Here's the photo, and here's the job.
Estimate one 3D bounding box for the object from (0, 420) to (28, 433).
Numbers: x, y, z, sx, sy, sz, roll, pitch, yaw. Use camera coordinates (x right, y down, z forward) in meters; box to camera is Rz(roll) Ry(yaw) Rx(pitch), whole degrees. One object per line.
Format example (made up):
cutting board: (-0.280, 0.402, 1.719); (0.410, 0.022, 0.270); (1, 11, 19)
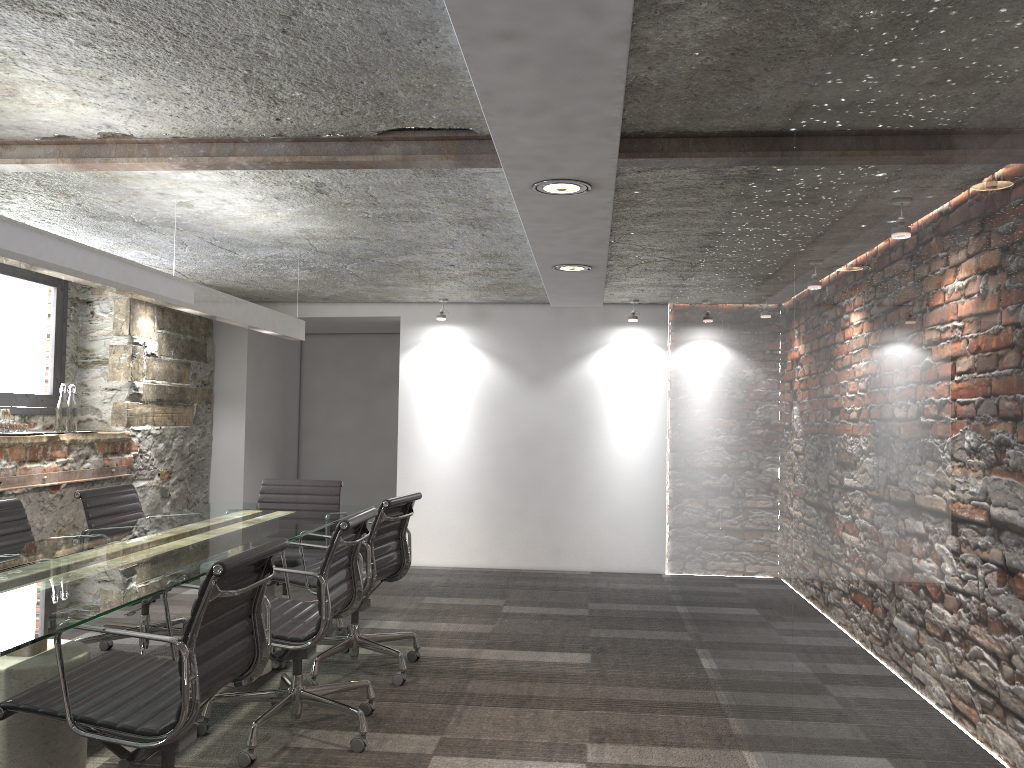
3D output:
object: (-2.845, 0.239, 5.017); (0.111, 0.072, 0.191); (0, -2, 13)

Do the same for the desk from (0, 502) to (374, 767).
desk: (-1.367, 0.963, 3.401); (0.909, 0.711, 3.154); (1, -2, 5)

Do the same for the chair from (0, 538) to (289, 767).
chair: (-0.992, 0.868, 2.455); (0.667, 0.837, 0.693); (1, -2, -4)

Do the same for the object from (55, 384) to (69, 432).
object: (-2.750, 0.149, 5.423); (0.073, 0.300, 0.073); (2, -3, -26)

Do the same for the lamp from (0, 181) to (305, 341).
lamp: (-1.344, -0.571, 3.461); (0.073, 0.524, 3.159); (1, -2, 5)

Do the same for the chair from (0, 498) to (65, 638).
chair: (-1.837, 0.893, 3.459); (0.667, 0.837, 0.693); (1, -2, -4)

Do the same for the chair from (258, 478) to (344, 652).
chair: (-1.246, 0.958, 4.835); (0.693, 0.837, 0.667); (1, -2, -3)

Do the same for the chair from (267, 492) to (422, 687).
chair: (-0.789, 0.942, 4.229); (0.667, 0.837, 0.693); (1, -2, 3)

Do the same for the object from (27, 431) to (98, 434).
object: (-2.812, 0.296, 5.464); (0.310, 0.007, 0.457); (1, -2, 5)

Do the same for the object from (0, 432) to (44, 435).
object: (-2.863, 0.273, 4.903); (0.310, 0.007, 0.457); (1, -2, 5)

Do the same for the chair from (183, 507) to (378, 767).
chair: (-0.861, 0.907, 3.386); (0.667, 0.837, 0.693); (1, -2, -5)

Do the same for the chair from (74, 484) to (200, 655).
chair: (-1.741, 0.929, 4.333); (0.667, 0.837, 0.693); (1, -2, -3)

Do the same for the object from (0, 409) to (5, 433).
object: (-2.856, 0.201, 4.803); (0.108, 0.131, 0.218); (1, -2, 3)

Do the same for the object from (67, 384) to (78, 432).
object: (-2.741, 0.153, 5.515); (0.073, 0.300, 0.073); (2, -3, -26)
